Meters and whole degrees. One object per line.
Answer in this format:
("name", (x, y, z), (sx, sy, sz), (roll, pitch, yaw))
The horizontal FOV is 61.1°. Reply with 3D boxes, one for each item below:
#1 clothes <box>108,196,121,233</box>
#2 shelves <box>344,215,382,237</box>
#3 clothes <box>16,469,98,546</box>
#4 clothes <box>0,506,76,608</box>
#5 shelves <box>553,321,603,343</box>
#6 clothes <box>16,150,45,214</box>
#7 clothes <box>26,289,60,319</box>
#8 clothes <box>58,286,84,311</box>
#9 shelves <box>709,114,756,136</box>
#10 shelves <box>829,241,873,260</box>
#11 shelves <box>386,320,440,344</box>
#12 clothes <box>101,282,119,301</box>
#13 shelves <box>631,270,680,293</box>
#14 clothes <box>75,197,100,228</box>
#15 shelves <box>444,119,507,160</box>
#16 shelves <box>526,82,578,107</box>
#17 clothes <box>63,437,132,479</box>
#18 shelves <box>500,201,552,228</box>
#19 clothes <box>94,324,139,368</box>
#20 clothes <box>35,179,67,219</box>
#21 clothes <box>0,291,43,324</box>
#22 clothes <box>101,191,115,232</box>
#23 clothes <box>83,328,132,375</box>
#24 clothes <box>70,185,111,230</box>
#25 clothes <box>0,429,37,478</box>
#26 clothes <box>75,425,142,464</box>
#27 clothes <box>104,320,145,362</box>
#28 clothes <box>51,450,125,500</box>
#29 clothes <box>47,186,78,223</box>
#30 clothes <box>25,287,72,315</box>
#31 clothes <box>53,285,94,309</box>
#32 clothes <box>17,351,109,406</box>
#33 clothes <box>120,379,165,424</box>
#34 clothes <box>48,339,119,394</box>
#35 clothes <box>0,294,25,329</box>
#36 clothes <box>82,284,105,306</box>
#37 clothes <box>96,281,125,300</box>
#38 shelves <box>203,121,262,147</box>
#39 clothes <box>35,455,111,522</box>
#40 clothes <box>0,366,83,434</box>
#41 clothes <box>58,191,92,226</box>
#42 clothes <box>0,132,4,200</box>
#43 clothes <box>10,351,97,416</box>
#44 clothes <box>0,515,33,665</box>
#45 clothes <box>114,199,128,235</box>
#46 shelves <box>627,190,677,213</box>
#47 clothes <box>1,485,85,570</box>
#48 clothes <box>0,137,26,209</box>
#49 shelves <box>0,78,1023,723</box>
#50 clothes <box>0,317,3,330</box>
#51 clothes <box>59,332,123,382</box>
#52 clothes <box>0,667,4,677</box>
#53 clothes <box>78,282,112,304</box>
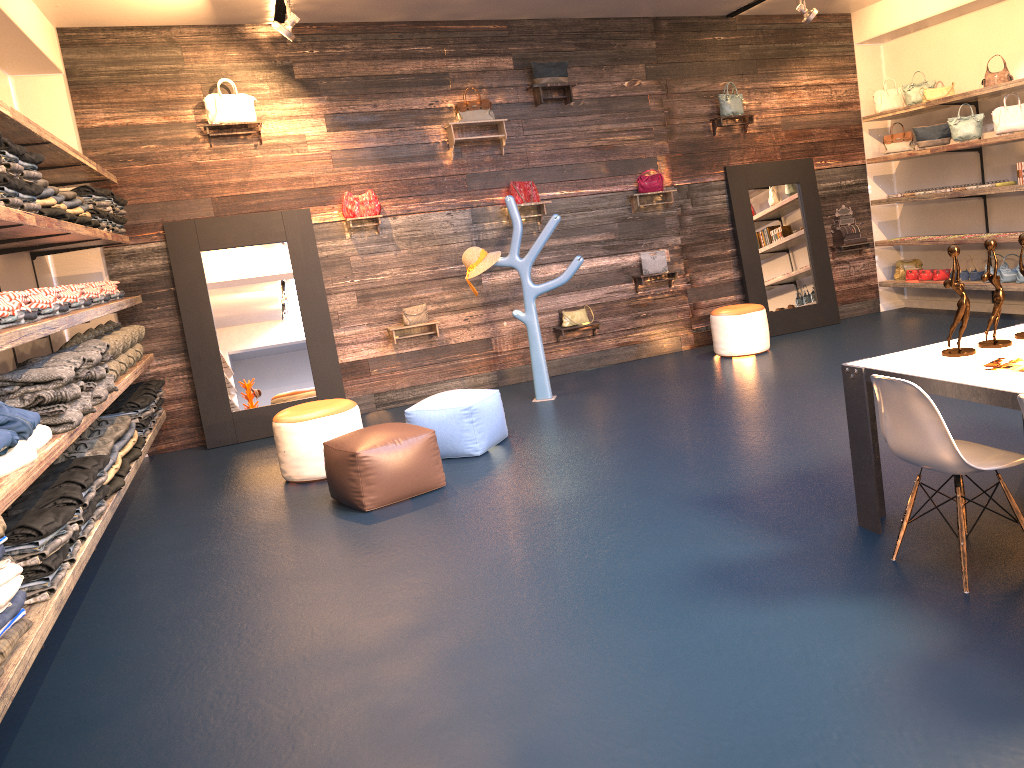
("clothes", (-3.060, -1.234, 6.361), (0.374, 0.297, 0.289), (-11, 9, -19))
("shelves", (-1.331, -1.426, 7.844), (0.323, 0.156, 0.232), (-11, 10, -20))
("clothes", (-1.996, 0.555, 3.765), (0.374, 0.297, 0.289), (-11, 9, -19))
("clothes", (-1.806, 0.633, 3.178), (0.391, 0.297, 0.311), (-10, 9, -17))
("shelves", (0.676, -0.522, 8.779), (0.480, 0.156, 0.231), (-11, 10, -21))
("clothes", (-2.308, -0.895, 3.879), (0.368, 0.297, 0.295), (-10, 9, -13))
("clothes", (-2.424, -0.367, 4.214), (0.354, 0.158, 0.319), (-7, 9, 1))
("clothes", (-2.622, -0.456, 4.867), (0.354, 0.158, 0.319), (-7, 9, 1))
("shelves", (2.401, -2.803, 9.399), (0.480, 0.176, 0.231), (-11, 9, -21))
("shelves", (3.978, -1.564, 10.170), (0.480, 0.156, 0.231), (-11, 10, -21))
("shelves", (-0.911, -0.485, 8.087), (0.480, 0.142, 0.231), (-11, 10, -21))
("clothes", (-3.029, -0.639, 6.208), (0.354, 0.158, 0.319), (-7, 9, 1))
("shelves", (1.518, -1.072, 9.118), (0.480, 0.182, 0.231), (-11, 9, -21))
("clothes", (-2.833, -1.073, 5.401), (0.443, 0.250, 0.327), (-11, 10, -22))
("shelves", (-0.322, -2.317, 8.233), (0.594, 0.315, 0.231), (-11, 9, -22))
("shelves", (0.402, -2.839, 8.520), (0.480, 0.178, 0.231), (-11, 9, -21))
("clothes", (-2.388, 0.438, 4.848), (0.443, 0.250, 0.327), (-11, 10, -22))
("shelves", (0.149, -1.655, 8.479), (0.480, 0.209, 0.231), (-11, 9, -21))
("clothes", (-2.890, -0.275, 6.242), (0.352, 0.340, 0.378), (-10, 9, -12))
("clothes", (-2.502, -0.923, 4.306), (0.431, 0.250, 0.337), (-9, 9, -10))
("clothes", (-2.292, -0.328, 3.857), (0.341, 0.154, 0.330), (-11, 10, -24))
("clothes", (-2.970, -1.193, 6.065), (0.394, 0.297, 0.298), (-13, 10, -30))
("clothes", (-2.769, -0.220, 5.843), (0.352, 0.340, 0.378), (-10, 9, -12))
("clothes", (-2.870, -1.155, 5.774), (0.391, 0.297, 0.311), (-10, 9, -17))
("clothes", (-1.964, 0.238, 2.985), (0.432, 0.239, 0.424), (-8, 9, -3))
("clothes", (-2.504, 0.386, 5.224), (0.431, 0.250, 0.337), (-9, 9, -10))
("clothes", (-3.011, -0.329, 6.642), (0.352, 0.340, 0.378), (-10, 9, -12))
("clothes", (-2.281, 0.487, 4.488), (0.431, 0.250, 0.337), (-9, 9, -10))
("clothes", (-2.610, -0.972, 4.665), (0.443, 0.250, 0.327), (-11, 10, -22))
("clothes", (-2.494, -0.419, 4.525), (0.341, 0.154, 0.330), (-11, 10, -24))
("clothes", (-2.692, -0.508, 5.178), (0.341, 0.154, 0.330), (-11, 10, -24))
("clothes", (-2.316, -0.017, 4.500), (0.402, 0.301, 0.327), (-13, 10, -31))
("clothes", (-2.887, 0.156, 6.694), (0.386, 0.297, 0.616), (-10, 10, -15))
("clothes", (-2.431, -0.069, 4.838), (0.419, 0.316, 0.333), (-13, 10, -32))
("clothes", (-2.221, -0.276, 3.546), (0.354, 0.158, 0.319), (-7, 9, 1))
("clothes", (-2.831, -0.550, 5.556), (0.354, 0.158, 0.319), (-7, 9, 1))
("clothes", (-3.099, -0.691, 6.520), (0.341, 0.154, 0.330), (-11, 10, -24))
("shelves", (-2.350, -2.116, 7.358), (0.480, 0.156, 0.231), (-11, 10, -21))
("clothes", (-2.086, 0.514, 4.062), (0.368, 0.297, 0.295), (-10, 9, -13))
("clothes", (-2.100, 0.081, 3.786), (0.402, 0.301, 0.327), (-13, 10, -31))
("clothes", (-2.726, -1.023, 5.042), (0.431, 0.250, 0.337), (-9, 9, -10))
("clothes", (-2.128, -0.815, 3.287), (0.394, 0.297, 0.298), (-13, 10, -30))
("clothes", (-2.214, 0.029, 4.123), (0.419, 0.316, 0.333), (-13, 10, -32))
("clothes", (-1.670, 0.644, 2.612), (0.276, 0.453, 0.327), (-9, 8, -5))
("clothes", (-3.151, -1.274, 6.658), (0.368, 0.297, 0.295), (-10, 9, -13))
("shelves", (1.470, -1.906, 9.067), (0.526, 0.183, 0.190), (-11, 9, -22))
("clothes", (-1.906, 0.595, 3.469), (0.394, 0.297, 0.298), (-13, 10, -30))
("clothes", (-2.218, -0.855, 3.583), (0.374, 0.297, 0.289), (-11, 9, -19))
("shelves", (2.861, -0.252, 1.074), (9.159, 2.216, 15.954), (-10, 10, -17))
("clothes", (-2.094, -0.239, 3.205), (0.341, 0.154, 0.330), (-11, 10, -24))
("clothes", (-2.647, -0.166, 5.443), (0.352, 0.340, 0.378), (-10, 9, -12))
("clothes", (-1.571, 0.689, 2.285), (0.276, 0.453, 0.327), (-9, 8, -5))
("clothes", (-2.901, -0.602, 5.867), (0.341, 0.154, 0.330), (-11, 10, -24))
